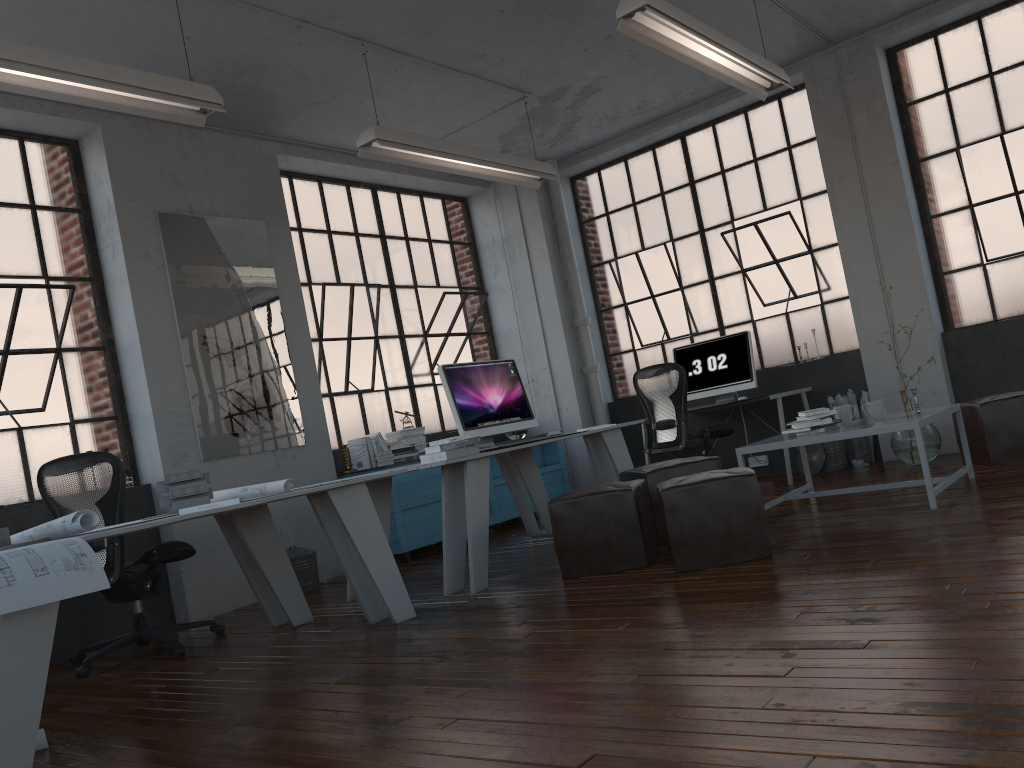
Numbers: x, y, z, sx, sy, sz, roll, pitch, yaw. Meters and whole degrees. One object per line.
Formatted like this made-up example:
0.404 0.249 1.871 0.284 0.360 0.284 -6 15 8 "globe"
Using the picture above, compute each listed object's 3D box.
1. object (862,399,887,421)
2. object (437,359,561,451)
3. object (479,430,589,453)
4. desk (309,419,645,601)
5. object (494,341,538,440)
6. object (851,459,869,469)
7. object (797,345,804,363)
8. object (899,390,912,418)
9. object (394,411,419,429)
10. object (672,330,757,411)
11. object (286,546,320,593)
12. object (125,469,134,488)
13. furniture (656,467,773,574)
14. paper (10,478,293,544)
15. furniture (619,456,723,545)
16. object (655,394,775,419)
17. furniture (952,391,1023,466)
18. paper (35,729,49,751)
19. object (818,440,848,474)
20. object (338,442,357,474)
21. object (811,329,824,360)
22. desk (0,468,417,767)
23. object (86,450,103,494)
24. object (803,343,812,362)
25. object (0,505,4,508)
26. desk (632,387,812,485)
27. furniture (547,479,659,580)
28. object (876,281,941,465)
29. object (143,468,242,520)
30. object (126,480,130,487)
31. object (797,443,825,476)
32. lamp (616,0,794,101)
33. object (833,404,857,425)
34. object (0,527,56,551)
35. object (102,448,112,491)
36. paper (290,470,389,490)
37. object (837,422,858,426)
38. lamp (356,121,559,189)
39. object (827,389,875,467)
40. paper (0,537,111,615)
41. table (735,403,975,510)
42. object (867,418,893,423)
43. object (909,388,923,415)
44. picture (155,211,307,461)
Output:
2.034 0.151 4.947 0.129 0.109 0.101 -8 -4 -44 "object"
-0.077 0.110 5.496 0.378 0.552 0.713 -13 -3 39 "object"
-0.021 0.387 5.484 0.689 0.008 0.846 -14 -4 39 "object"
-0.063 0.757 5.595 1.078 0.703 2.073 -13 -4 38 "desk"
0.059 0.031 8.146 0.434 0.939 0.231 -12 -2 19 "object"
2.695 0.625 6.879 0.125 0.107 0.096 -10 -3 -11 "object"
2.437 -0.254 7.496 0.055 0.153 0.055 -11 -2 -3 "object"
2.130 0.107 4.804 0.052 0.148 0.053 -11 -2 -12 "object"
-0.847 0.277 7.175 0.177 0.161 0.092 -11 -2 6 "object"
1.637 -0.094 7.322 0.716 0.552 0.376 -13 -3 39 "object"
-1.447 1.242 5.960 0.292 0.307 0.293 -10 -3 -24 "object"
-2.385 0.583 5.500 0.058 0.117 0.032 -9 -3 -38 "object"
0.943 0.633 4.186 0.471 0.430 0.471 -11 -3 6 "furniture"
-1.620 0.566 3.971 0.978 0.105 1.073 -14 -4 38 "paper"
0.952 0.678 5.200 0.502 0.460 0.504 -10 -3 -14 "furniture"
1.688 0.184 7.312 0.851 0.008 0.686 -14 -4 39 "object"
3.201 0.291 5.736 0.503 0.460 0.504 -11 -3 5 "furniture"
-1.778 1.264 3.031 0.340 0.068 0.083 -9 -3 -27 "paper"
2.511 0.544 7.056 0.290 0.293 0.291 -11 -3 -5 "object"
-1.257 0.558 6.726 0.132 0.236 0.132 -11 -2 4 "object"
2.553 -0.335 7.443 0.084 0.256 0.084 -10 -2 -30 "object"
-1.467 0.917 3.760 1.067 0.696 2.052 -13 -4 38 "desk"
-2.546 0.535 5.386 0.085 0.259 0.085 -11 -2 1 "object"
2.497 -0.269 7.497 0.065 0.160 0.066 -10 -2 -21 "object"
-2.886 0.642 4.903 0.123 0.100 0.124 -9 -3 -30 "object"
1.798 0.507 7.360 1.230 0.688 0.931 -13 -4 38 "desk"
0.482 0.742 4.580 0.481 0.439 0.479 -12 -3 16 "furniture"
2.814 -0.108 6.188 0.330 1.338 0.620 -10 -2 -16 "object"
-1.480 0.489 4.062 0.415 0.182 0.390 -10 -3 -22 "object"
-2.432 0.603 5.555 0.058 0.101 0.032 -10 -2 -17 "object"
2.339 0.584 6.965 0.107 0.280 0.294 -10 -3 -27 "object"
1.076 -2.075 4.909 0.202 0.628 1.874 -13 -3 37 "lamp"
1.959 0.182 5.217 0.129 0.109 0.101 -8 -4 -44 "object"
-2.049 0.493 3.232 0.433 0.305 0.737 -11 -3 -8 "object"
-2.477 0.525 5.451 0.085 0.259 0.085 -11 -2 1 "object"
-0.907 0.479 4.298 0.428 0.001 0.486 -8 -5 -42 "paper"
1.963 0.236 5.206 0.137 0.003 0.138 -9 -4 -31 "object"
-0.302 -1.535 5.954 0.202 0.205 1.874 -13 -4 37 "lamp"
2.759 0.333 7.102 0.293 0.627 0.275 -11 -2 -11 "object"
-1.616 0.628 2.845 0.435 0.183 0.439 -13 -4 37 "paper"
1.969 0.455 5.054 0.975 0.444 0.989 -13 -4 37 "table"
2.060 0.202 4.960 0.137 0.003 0.138 -9 -4 -31 "object"
2.220 0.092 4.872 0.055 0.153 0.055 -12 -2 14 "object"
-1.895 -0.341 6.060 0.026 1.649 0.851 -12 -3 37 "picture"
